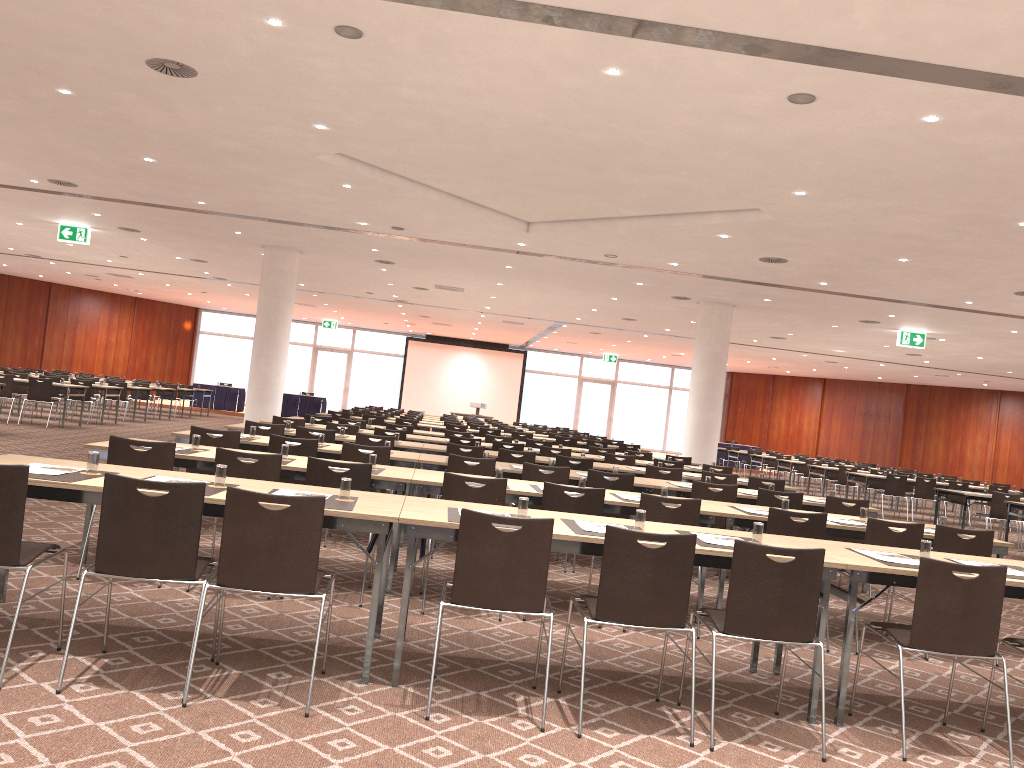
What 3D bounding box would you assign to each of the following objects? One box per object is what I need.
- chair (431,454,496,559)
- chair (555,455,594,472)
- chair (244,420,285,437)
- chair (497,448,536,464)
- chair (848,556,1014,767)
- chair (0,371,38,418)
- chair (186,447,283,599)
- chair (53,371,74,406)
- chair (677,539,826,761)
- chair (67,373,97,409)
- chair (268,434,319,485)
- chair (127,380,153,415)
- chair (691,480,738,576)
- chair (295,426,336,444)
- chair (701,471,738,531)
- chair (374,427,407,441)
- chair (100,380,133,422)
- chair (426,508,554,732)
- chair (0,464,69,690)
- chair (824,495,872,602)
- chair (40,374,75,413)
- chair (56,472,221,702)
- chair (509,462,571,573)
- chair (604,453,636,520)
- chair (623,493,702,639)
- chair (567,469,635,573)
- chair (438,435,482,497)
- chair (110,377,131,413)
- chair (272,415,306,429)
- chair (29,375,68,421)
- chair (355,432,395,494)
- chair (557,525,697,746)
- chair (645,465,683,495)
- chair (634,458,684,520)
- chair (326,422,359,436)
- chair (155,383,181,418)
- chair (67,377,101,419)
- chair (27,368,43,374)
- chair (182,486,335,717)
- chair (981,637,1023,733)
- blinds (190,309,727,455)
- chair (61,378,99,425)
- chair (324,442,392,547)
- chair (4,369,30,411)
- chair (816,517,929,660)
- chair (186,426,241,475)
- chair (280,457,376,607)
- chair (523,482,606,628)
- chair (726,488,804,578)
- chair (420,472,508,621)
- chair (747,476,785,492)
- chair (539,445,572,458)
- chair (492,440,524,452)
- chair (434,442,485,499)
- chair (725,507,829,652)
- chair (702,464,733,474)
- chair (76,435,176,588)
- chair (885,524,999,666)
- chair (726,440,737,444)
[{"bbox_3d":[-0.419,1.124,8.210,0.535,0.939,0.614,7,-1,-2],"label":"chair"},{"bbox_3d":[0.650,1.297,10.268,0.536,0.939,0.614,7,-1,-6],"label":"chair"},{"bbox_3d":[-2.818,0.892,10.022,0.536,0.939,0.614,7,-1,-7],"label":"chair"},{"bbox_3d":[-0.009,1.221,10.291,0.536,0.939,0.614,7,-1,-7],"label":"chair"},{"bbox_3d":[2.124,1.325,4.444,0.535,0.939,0.614,7,-1,-3],"label":"chair"},{"bbox_3d":[-10.459,0.227,18.854,0.535,0.939,0.614,7,-1,-2],"label":"chair"},{"bbox_3d":[-1.813,0.911,6.056,0.536,0.939,0.614,7,-1,-5],"label":"chair"},{"bbox_3d":[-12.620,0.124,24.840,0.535,0.939,0.614,7,-1,-2],"label":"chair"},{"bbox_3d":[1.187,1.214,4.292,0.535,0.939,0.614,7,-1,-3],"label":"chair"},{"bbox_3d":[-11.954,0.198,24.753,0.535,0.939,0.614,7,-1,-3],"label":"chair"},{"bbox_3d":[-2.007,0.938,8.081,0.535,0.939,0.614,7,-1,-3],"label":"chair"},{"bbox_3d":[-10.432,0.376,24.876,0.536,0.939,0.614,7,-1,-7],"label":"chair"},{"bbox_3d":[1.836,1.388,8.434,0.535,0.939,0.614,7,-1,-3],"label":"chair"},{"bbox_3d":[-2.251,0.957,10.033,0.536,0.939,0.614,7,-1,-6],"label":"chair"},{"bbox_3d":[2.350,1.497,10.482,0.536,0.939,0.614,7,-1,-7],"label":"chair"},{"bbox_3d":[-1.690,1.071,12.085,0.535,0.939,0.614,7,-1,-2],"label":"chair"},{"bbox_3d":[-9.372,0.406,21.089,0.536,0.939,0.614,7,-1,-7],"label":"chair"},{"bbox_3d":[-0.078,1.068,4.266,0.535,0.939,0.614,7,-1,-2],"label":"chair"},{"bbox_3d":[-2.383,0.796,4.003,0.536,0.939,0.614,7,-1,-4],"label":"chair"},{"bbox_3d":[3.086,1.534,8.493,0.536,0.939,0.614,7,-1,-7],"label":"chair"},{"bbox_3d":[-10.667,0.253,20.925,0.536,0.939,0.614,7,-1,-5],"label":"chair"},{"bbox_3d":[-1.656,0.882,4.097,0.536,0.939,0.614,7,-1,-7],"label":"chair"},{"bbox_3d":[0.253,1.202,8.229,0.536,0.939,0.614,7,-1,-4],"label":"chair"},{"bbox_3d":[1.438,1.439,12.415,0.535,0.939,0.614,7,-1,-3],"label":"chair"},{"bbox_3d":[1.038,1.246,6.321,0.536,0.939,0.614,7,-1,-6],"label":"chair"},{"bbox_3d":[0.857,1.273,8.313,0.535,0.939,0.614,7,-1,-2],"label":"chair"},{"bbox_3d":[-0.703,1.189,12.242,0.536,0.939,0.614,7,-1,-7],"label":"chair"},{"bbox_3d":[-11.065,0.304,24.906,0.536,0.939,0.614,7,-1,-4],"label":"chair"},{"bbox_3d":[-3.053,0.914,12.052,0.536,0.939,0.614,7,-1,-4],"label":"chair"},{"bbox_3d":[-9.909,0.295,19.039,0.536,0.939,0.614,7,-1,-6],"label":"chair"},{"bbox_3d":[-1.610,1.034,10.162,0.536,0.939,0.614,7,-1,-7],"label":"chair"},{"bbox_3d":[0.580,1.143,4.277,0.536,0.939,0.614,7,-1,-6],"label":"chair"},{"bbox_3d":[1.694,1.419,10.387,0.536,0.939,0.614,7,-1,-5],"label":"chair"},{"bbox_3d":[2.097,1.514,12.391,0.536,0.939,0.614,7,-1,-7],"label":"chair"},{"bbox_3d":[-2.341,0.996,12.067,0.536,0.939,0.614,7,-1,-6],"label":"chair"},{"bbox_3d":[-9.691,0.466,25.076,0.536,0.939,0.614,7,-1,-7],"label":"chair"},{"bbox_3d":[-10.040,0.325,20.894,0.536,0.939,0.614,7,-1,-7],"label":"chair"},{"bbox_3d":[-13.289,0.044,24.726,0.536,0.939,0.614,7,-1,-7],"label":"chair"},{"bbox_3d":[-1.116,0.944,4.105,0.536,0.939,0.614,7,-1,-5],"label":"chair"},{"bbox_3d":[2.818,1.404,4.423,0.535,0.939,0.614,7,-1,-2],"label":"chair"},{"bbox_3d":[-2.055,0.081,38.027,22.854,3.816,0.115,7,-1,-5],"label":"blinds"},{"bbox_3d":[-9.194,0.375,18.956,0.536,0.939,0.614,7,-1,-7],"label":"chair"},{"bbox_3d":[-1.384,1.012,8.174,0.536,0.939,0.614,7,-1,-7],"label":"chair"},{"bbox_3d":[-11.645,0.137,20.765,0.536,0.939,0.614,7,-1,-7],"label":"chair"},{"bbox_3d":[2.656,1.435,6.452,0.536,0.939,0.614,7,-1,-7],"label":"chair"},{"bbox_3d":[-2.683,0.858,7.992,0.536,0.939,0.614,7,-1,-5],"label":"chair"},{"bbox_3d":[-1.221,0.981,6.138,0.535,0.939,0.614,7,-1,-3],"label":"chair"},{"bbox_3d":[0.373,1.169,6.309,0.536,0.939,0.614,7,-1,-4],"label":"chair"},{"bbox_3d":[2.438,1.457,8.406,0.536,0.939,0.614,7,-1,-4],"label":"chair"},{"bbox_3d":[-0.317,1.086,6.177,0.536,0.939,0.614,7,-1,-7],"label":"chair"},{"bbox_3d":[2.912,1.562,10.485,0.535,0.939,0.614,7,-1,-2],"label":"chair"},{"bbox_3d":[0.540,1.333,12.300,0.536,0.939,0.614,7,-1,-4],"label":"chair"},{"bbox_3d":[-0.110,1.256,12.213,0.536,0.939,0.614,7,-1,-4],"label":"chair"},{"bbox_3d":[-0.591,1.152,10.202,0.536,0.939,0.614,7,-1,-7],"label":"chair"},{"bbox_3d":[1.930,1.349,6.358,0.536,0.939,0.614,7,-1,-8],"label":"chair"},{"bbox_3d":[2.798,1.597,12.483,0.536,0.939,0.614,7,-1,-4],"label":"chair"},{"bbox_3d":[-2.507,0.831,6.034,0.535,0.939,0.614,7,-1,-3],"label":"chair"},{"bbox_3d":[3.201,1.500,6.538,0.535,0.939,0.614,7,-1,-2],"label":"chair"},{"bbox_3d":[8.155,2.579,32.906,0.536,0.939,0.614,7,-1,-4],"label":"chair"}]
